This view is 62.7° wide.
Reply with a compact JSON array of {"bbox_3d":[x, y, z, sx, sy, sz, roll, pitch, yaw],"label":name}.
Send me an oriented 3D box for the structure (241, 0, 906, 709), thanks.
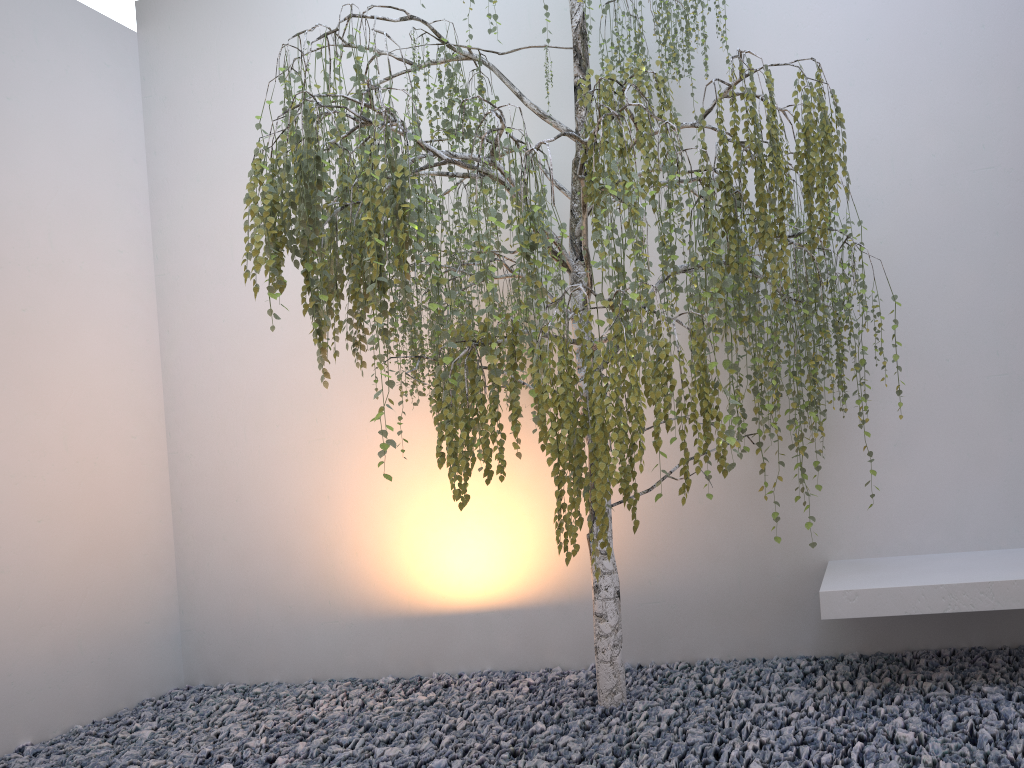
[{"bbox_3d":[0.154,-0.738,2.967,2.332,3.992,1.844,-5,-1,10],"label":"structure"}]
